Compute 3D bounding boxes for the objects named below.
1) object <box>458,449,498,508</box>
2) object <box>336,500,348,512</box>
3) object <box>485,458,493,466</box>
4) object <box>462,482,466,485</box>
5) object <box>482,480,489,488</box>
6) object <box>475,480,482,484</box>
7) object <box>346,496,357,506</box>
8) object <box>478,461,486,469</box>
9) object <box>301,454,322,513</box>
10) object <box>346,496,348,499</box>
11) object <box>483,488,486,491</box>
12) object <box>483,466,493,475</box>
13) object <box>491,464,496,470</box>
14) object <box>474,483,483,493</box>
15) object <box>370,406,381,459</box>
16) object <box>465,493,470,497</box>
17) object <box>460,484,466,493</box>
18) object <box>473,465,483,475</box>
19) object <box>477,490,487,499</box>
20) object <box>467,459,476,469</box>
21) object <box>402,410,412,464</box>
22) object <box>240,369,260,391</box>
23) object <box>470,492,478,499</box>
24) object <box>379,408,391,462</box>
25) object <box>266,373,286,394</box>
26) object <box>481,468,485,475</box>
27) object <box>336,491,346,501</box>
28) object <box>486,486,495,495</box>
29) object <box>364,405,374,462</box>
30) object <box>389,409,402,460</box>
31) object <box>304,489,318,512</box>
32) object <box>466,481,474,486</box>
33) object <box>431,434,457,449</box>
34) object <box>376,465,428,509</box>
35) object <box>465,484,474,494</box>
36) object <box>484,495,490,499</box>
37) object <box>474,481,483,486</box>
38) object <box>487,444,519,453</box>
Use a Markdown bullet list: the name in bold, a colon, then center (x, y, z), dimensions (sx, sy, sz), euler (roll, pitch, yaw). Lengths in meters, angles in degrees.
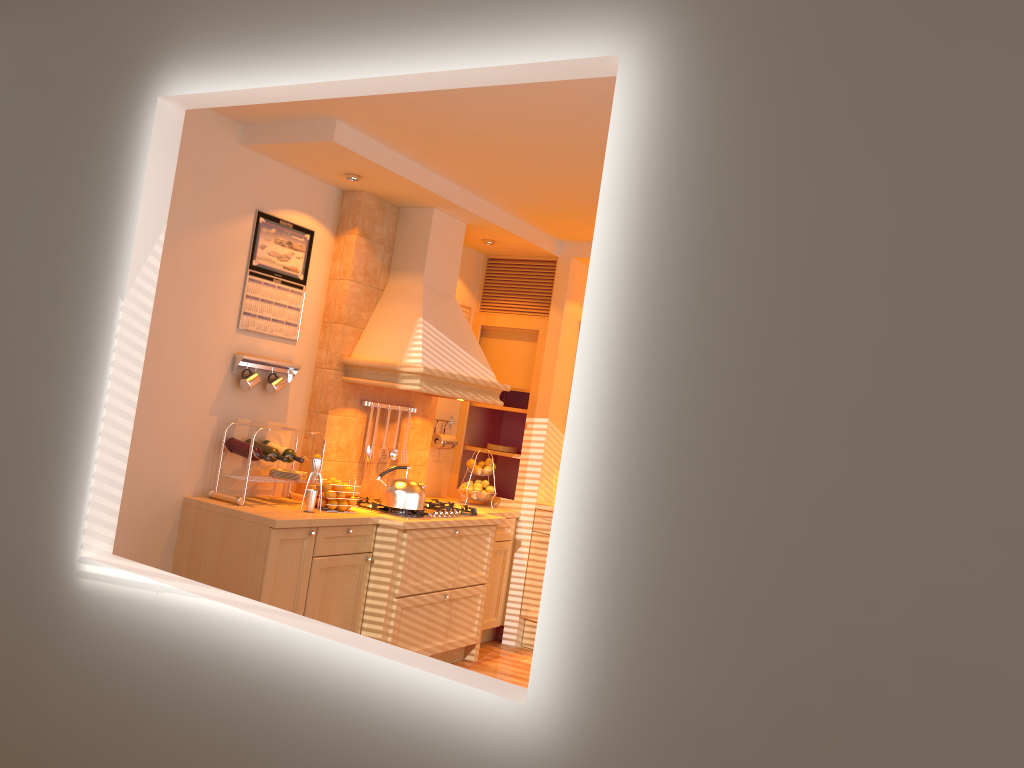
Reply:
- **object**: center (-0.214, 0.618, 5.894), dimensions (0.265, 0.376, 0.265), euler (9, -2, -10)
- **object**: center (-0.878, 0.623, 4.549), dimensions (0.074, 0.063, 0.064), euler (8, -2, 11)
- **object**: center (-0.153, 0.521, 5.888), dimensions (0.055, 0.059, 0.058), euler (9, -2, -13)
- **object**: center (-0.313, 0.685, 5.957), dimensions (0.046, 0.047, 0.044), euler (10, -3, -39)
- **object**: center (-0.175, 0.660, 5.847), dimensions (0.050, 0.052, 0.049), euler (7, -3, 38)
- **object**: center (-0.220, 0.657, 5.893), dimensions (0.051, 0.048, 0.050), euler (10, -3, -26)
- **object**: center (-0.829, 0.605, 4.583), dimensions (0.052, 0.054, 0.061), euler (10, -3, -32)
- **object**: center (-0.201, 0.538, 5.908), dimensions (0.050, 0.051, 0.051), euler (10, -3, -35)
- **object**: center (-0.986, 0.484, 4.359), dimensions (0.101, 0.288, 0.088), euler (7, -3, 31)
- **object**: center (-0.879, 0.592, 4.630), dimensions (0.051, 0.055, 0.061), euler (10, -3, -30)
- **object**: center (-0.182, 0.693, 5.909), dimensions (0.057, 0.059, 0.058), euler (9, -2, -6)
- **object**: center (-0.160, 0.572, 5.873), dimensions (0.064, 0.063, 0.063), euler (11, -3, -43)
- **object**: center (-0.136, 0.554, 5.923), dimensions (0.058, 0.060, 0.057), euler (10, -3, -38)
- **object**: center (-0.219, 0.680, 5.783), dimensions (0.056, 0.063, 0.065), euler (8, -2, 6)
- **object**: center (-0.791, 0.287, 5.135), dimensions (0.006, 0.319, 0.028), euler (7, -3, 31)
- **object**: center (-0.287, 0.730, 5.882), dimensions (0.046, 0.043, 0.047), euler (9, -2, -9)
- **object**: center (-0.320, 0.693, 5.864), dimensions (0.056, 0.057, 0.053), euler (8, -2, 8)
- **object**: center (-0.226, 0.569, 5.865), dimensions (0.064, 0.058, 0.063), euler (9, -2, -3)
- **object**: center (-0.197, 0.723, 5.815), dimensions (0.064, 0.062, 0.064), euler (8, -2, 18)
- **object**: center (-0.269, 0.531, 5.885), dimensions (0.063, 0.064, 0.061), euler (6, -3, 40)
- **object**: center (-0.635, 0.322, 5.392), dimensions (0.020, 0.323, 0.061), euler (7, -3, 31)
- **object**: center (-1.315, -0.020, 4.456), dimensions (0.066, 0.111, 0.103), euler (7, -3, 24)
- **object**: center (-0.250, 0.730, 5.844), dimensions (0.052, 0.056, 0.057), euler (9, -2, -7)
- **object**: center (-0.736, 0.298, 5.220), dimensions (0.017, 0.320, 0.090), euler (7, -3, 31)
- **object**: center (-1.227, 0.000, 4.609), dimensions (0.066, 0.111, 0.103), euler (7, -3, 24)
- **object**: center (-0.185, 0.577, 5.931), dimensions (0.058, 0.059, 0.058), euler (10, -3, -28)
- **object**: center (-0.880, 0.570, 4.536), dimensions (0.052, 0.053, 0.062), euler (10, -3, -38)
- **object**: center (-0.142, 0.699, 5.835), dimensions (0.063, 0.060, 0.064), euler (11, -3, -44)
- **object**: center (-0.811, 0.283, 5.080), dimensions (0.028, 0.323, 0.055), euler (7, -3, 31)
- **object**: center (-0.702, 0.302, 5.311), dimensions (0.037, 0.309, 0.077), euler (7, -3, 30)
- **object**: center (-0.992, 0.576, 4.368), dimensions (0.060, 0.106, 0.060), euler (8, -2, -2)
- **object**: center (-0.277, 0.667, 5.867), dimensions (0.055, 0.058, 0.056), euler (9, -3, -24)
- **object**: center (-0.456, 0.386, 5.951), dimensions (0.096, 0.094, 0.186), euler (7, -3, 31)
- **object**: center (-0.582, 0.551, 4.806), dimensions (0.242, 0.215, 0.251), euler (8, -2, 18)
- **object**: center (-0.279, 0.689, 5.811), dimensions (0.063, 0.063, 0.063), euler (6, -3, 42)
- **object**: center (-0.176, 0.738, 5.877), dimensions (0.063, 0.061, 0.064), euler (8, -2, 9)
- **object**: center (-0.222, 0.674, 5.839), dimensions (0.063, 0.061, 0.063), euler (8, -2, 4)
- **object**: center (-0.064, 0.452, 6.188), dimensions (0.222, 0.039, 0.222), euler (11, -3, -42)
